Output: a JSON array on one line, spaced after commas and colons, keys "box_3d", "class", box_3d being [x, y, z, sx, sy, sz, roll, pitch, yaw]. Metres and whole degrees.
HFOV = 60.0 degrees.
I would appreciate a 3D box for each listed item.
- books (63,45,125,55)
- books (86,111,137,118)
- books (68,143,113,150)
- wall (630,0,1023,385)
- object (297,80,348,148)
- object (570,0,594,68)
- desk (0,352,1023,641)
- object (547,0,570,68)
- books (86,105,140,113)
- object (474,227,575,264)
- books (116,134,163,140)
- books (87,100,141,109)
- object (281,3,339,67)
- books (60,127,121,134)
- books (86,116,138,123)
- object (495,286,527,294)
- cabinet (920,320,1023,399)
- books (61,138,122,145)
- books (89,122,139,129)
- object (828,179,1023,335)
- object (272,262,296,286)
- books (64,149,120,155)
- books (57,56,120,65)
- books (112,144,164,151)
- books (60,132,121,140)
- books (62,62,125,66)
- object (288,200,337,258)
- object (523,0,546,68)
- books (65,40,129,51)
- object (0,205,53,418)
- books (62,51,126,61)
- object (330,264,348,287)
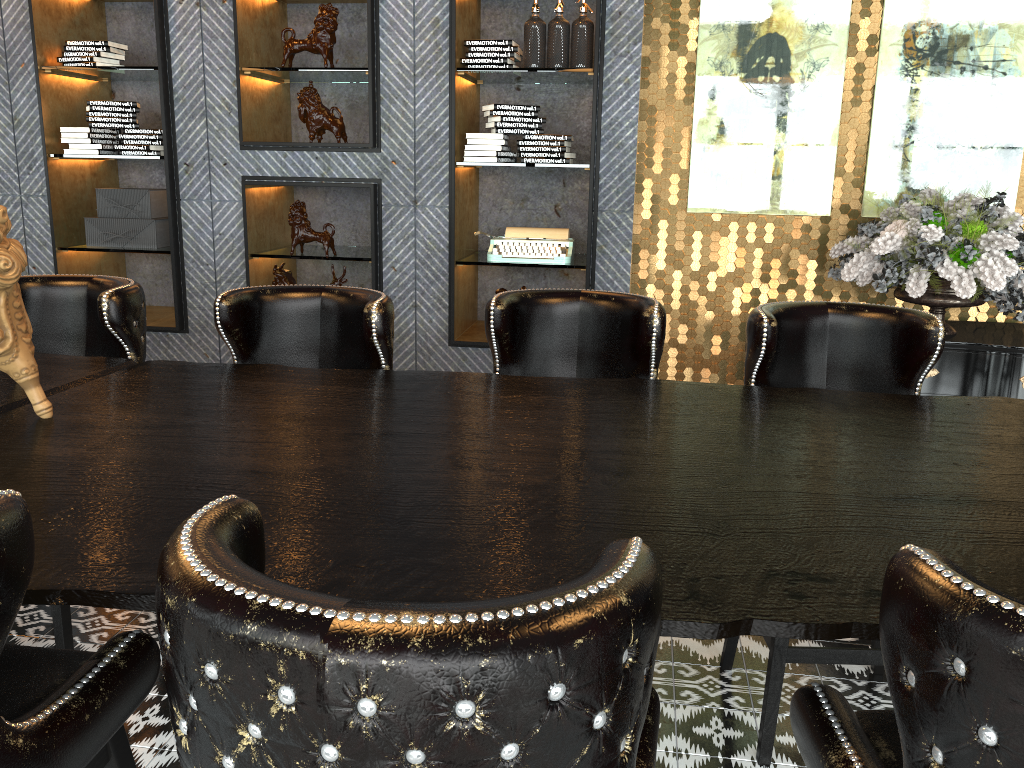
[{"box_3d": [-2.237, -1.788, 4.760, 0.245, 0.028, 0.194, 1, 14, 0], "class": "books"}, {"box_3d": [-2.168, -1.458, 4.810, 0.245, 0.028, 0.194, -4, 15, -21], "class": "books"}, {"box_3d": [-2.248, -1.288, 4.818, 0.193, 0.028, 0.246, 3, 14, 7], "class": "books"}, {"box_3d": [1.722, -1.748, 4.274, 2.445, 4.373, 0.025, 3, 13, 8], "class": "wall"}, {"box_3d": [-0.974, -1.383, 4.560, 0.242, 0.337, 0.159, 4, 14, 13], "class": "object"}, {"box_3d": [0.340, -1.693, 4.273, 0.109, 0.348, 0.109, -4, 14, -21], "class": "object"}, {"box_3d": [-1.115, 0.523, 1.912, 7.595, 0.925, 1.436, 3, 14, 8], "class": "desk"}, {"box_3d": [0.226, -1.699, 4.291, 0.109, 0.348, 0.109, 0, 13, -7], "class": "object"}, {"box_3d": [-2.157, -1.481, 4.788, 0.245, 0.028, 0.194, -7, 16, -30], "class": "books"}, {"box_3d": [0.062, -0.748, 4.733, 0.535, 0.148, 0.485, 3, 14, 7], "class": "object"}, {"box_3d": [-1.992, -1.343, 4.826, 0.245, 0.028, 0.194, 1, 14, -2], "class": "books"}, {"box_3d": [-2.149, -1.511, 4.794, 0.245, 0.028, 0.194, -3, 14, -16], "class": "books"}, {"box_3d": [-1.021, -1.761, 4.485, 0.292, 0.324, 0.152, 3, 13, 6], "class": "object"}, {"box_3d": [-2.285, -1.374, 4.811, 0.193, 0.028, 0.246, 5, 14, 15], "class": "books"}, {"box_3d": [-2.152, -1.422, 4.783, 0.245, 0.028, 0.194, -4, 15, -19], "class": "books"}, {"box_3d": [0.059, -0.360, 4.620, 0.341, 0.303, 0.165, 4, 14, 13], "class": "object"}, {"box_3d": [1.888, 0.099, 4.282, 1.385, 0.736, 0.711, 3, 14, 8], "class": "cabinet"}, {"box_3d": [-2.294, -1.322, 4.836, 0.193, 0.028, 0.246, 5, 14, 14], "class": "books"}, {"box_3d": [-2.150, -1.396, 4.797, 0.245, 0.028, 0.194, -5, 15, -22], "class": "books"}, {"box_3d": [1.970, -0.573, 4.094, 0.876, 0.661, 0.849, 12, 17, 38], "class": "object"}, {"box_3d": [-1.166, -0.472, 4.804, 0.266, 0.358, 0.169, 1, 13, 1], "class": "object"}, {"box_3d": [-2.288, -1.263, 4.830, 0.193, 0.028, 0.246, 1, 14, 1], "class": "books"}, {"box_3d": [-2.265, -1.728, 4.748, 0.245, 0.028, 0.194, 6, 15, 19], "class": "books"}, {"box_3d": [-1.993, -1.278, 4.800, 0.245, 0.028, 0.194, 6, 15, 19], "class": "books"}, {"box_3d": [-2.269, -1.341, 4.795, 0.193, 0.028, 0.246, 6, 15, 21], "class": "books"}, {"box_3d": [-2.238, -1.699, 4.750, 0.245, 0.028, 0.194, 7, 15, 24], "class": "books"}, {"box_3d": [-1.050, -0.816, 4.648, 0.256, 0.294, 0.135, 5, 14, 16], "class": "object"}, {"box_3d": [0.112, -1.705, 4.307, 0.109, 0.348, 0.109, -9, 16, -36], "class": "object"}, {"box_3d": [-2.227, -1.817, 4.762, 0.245, 0.028, 0.194, 3, 14, 8], "class": "books"}, {"box_3d": [-1.133, -0.202, 1.862, 0.249, 0.544, 0.476, -6, 15, -28], "class": "object"}, {"box_3d": [-2.242, -1.759, 4.758, 0.245, 0.028, 0.194, 5, 14, 16], "class": "books"}, {"box_3d": [-0.905, -0.468, 4.798, 0.116, 0.358, 0.198, 11, 17, 37], "class": "object"}]
